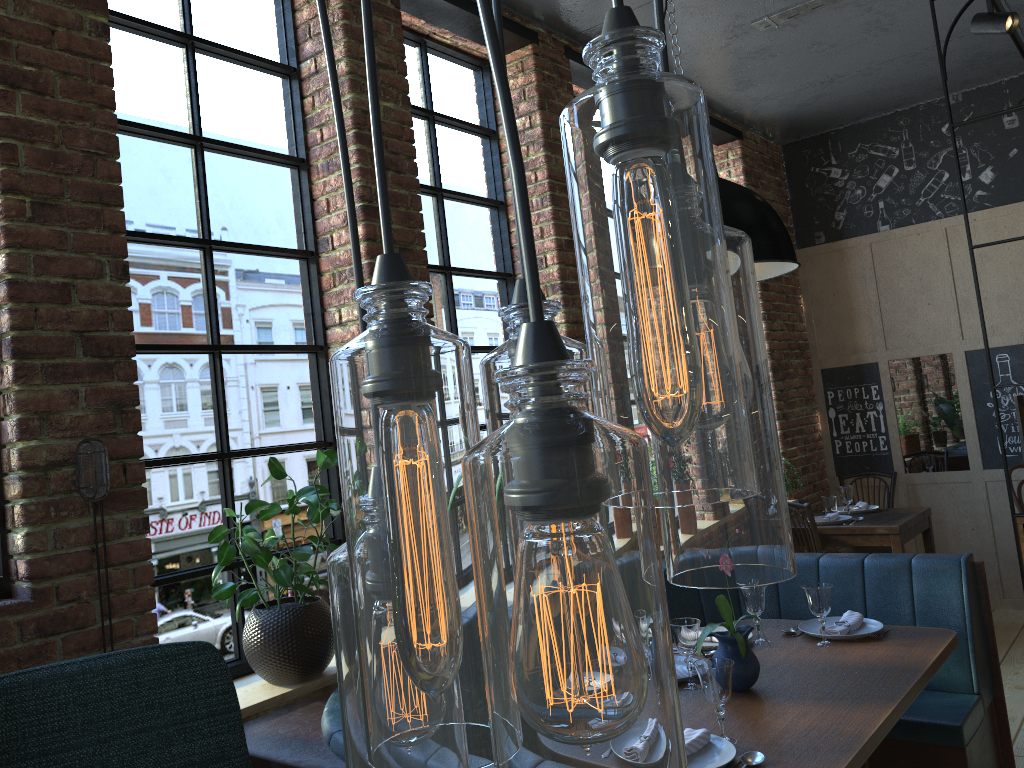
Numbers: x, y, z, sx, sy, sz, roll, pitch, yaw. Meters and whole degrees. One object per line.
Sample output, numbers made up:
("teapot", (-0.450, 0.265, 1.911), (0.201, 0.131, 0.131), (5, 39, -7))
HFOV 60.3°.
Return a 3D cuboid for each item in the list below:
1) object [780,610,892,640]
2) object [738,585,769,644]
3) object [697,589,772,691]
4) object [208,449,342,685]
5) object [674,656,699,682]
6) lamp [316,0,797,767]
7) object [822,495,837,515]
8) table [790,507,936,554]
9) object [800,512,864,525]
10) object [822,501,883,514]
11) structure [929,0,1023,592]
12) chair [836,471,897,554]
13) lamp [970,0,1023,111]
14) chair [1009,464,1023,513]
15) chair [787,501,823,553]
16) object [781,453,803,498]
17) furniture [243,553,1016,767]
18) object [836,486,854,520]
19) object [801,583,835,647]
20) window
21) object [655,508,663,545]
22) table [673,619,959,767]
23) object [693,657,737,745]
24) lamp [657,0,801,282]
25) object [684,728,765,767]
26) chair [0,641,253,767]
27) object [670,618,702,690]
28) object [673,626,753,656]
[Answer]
("object", (1.115, 0.833, 3.045), (0.339, 0.051, 0.257), (-9, -4, 41))
("object", (0.840, 0.791, 3.033), (0.095, 0.192, 0.101), (-5, -5, -23))
("object", (0.625, 0.673, 2.572), (0.209, 0.432, 0.142), (-4, -5, -33))
("object", (-0.666, 0.542, 2.671), (0.493, 0.665, 0.399), (-4, -5, -28))
("object", (0.462, 0.891, 2.762), (0.281, 0.051, 0.310), (-9, -4, 41))
("lamp", (0.005, -0.760, 0.480), (0.278, 2.126, 0.520), (-4, -5, -28))
("object", (1.954, 0.749, 5.413), (0.081, 0.120, 0.088), (-4, -5, -35))
("table", (2.049, 1.158, 5.249), (0.783, 0.729, 0.716), (-9, -5, 38))
("object", (1.854, 0.782, 5.137), (0.339, 0.051, 0.257), (-9, -4, 41))
("object", (2.110, 0.769, 5.470), (0.339, 0.051, 0.257), (-9, -4, 41))
("structure", (4.086, -0.603, 0.274), (6.230, 3.335, 5.645), (-8, -3, 22))
("chair", (2.331, 1.051, 5.736), (0.422, 0.918, 0.498), (-9, -5, 32))
("lamp", (3.434, -1.925, 0.431), (6.541, 0.274, 6.895), (-8, -3, 38))
("chair", (3.232, 0.921, 5.053), (0.426, 0.923, 0.564), (-5, -4, -20))
("chair", (1.730, 1.079, 4.931), (0.500, 0.918, 0.421), (-4, -5, -32))
("object", (1.475, 0.579, 5.343), (0.520, 0.370, 0.578), (-9, -4, 38))
("furniture", (0.519, 1.162, 2.770), (1.426, 0.824, 2.492), (-9, -4, 38))
("object", (1.975, 0.700, 5.188), (0.100, 0.192, 0.096), (-7, -4, 9))
("object", (1.024, 0.765, 2.920), (0.095, 0.192, 0.101), (-5, -5, -23))
("window", (-0.382, -0.387, 1.948), (3.460, 2.435, 8.457), (-7, -3, 2))
("object", (0.734, 0.565, 4.479), (0.443, 0.484, 0.435), (-4, -4, -30))
("table", (0.743, 1.211, 2.579), (0.859, 0.662, 1.469), (-9, -4, 38))
("object", (0.511, 0.787, 2.181), (0.095, 0.192, 0.101), (-5, -5, -23))
("lamp", (0.517, -0.971, 2.727), (0.507, 1.330, 0.550), (-4, -5, -34))
("object", (0.404, 0.866, 2.076), (0.339, 0.051, 0.257), (-9, -4, 41))
("chair", (-0.638, 1.090, 1.465), (0.778, 1.100, 1.067), (-4, -4, -28))
("object", (0.525, 0.807, 2.633), (0.095, 0.192, 0.101), (-5, -5, -23))
("object", (0.690, 0.880, 3.071), (0.281, 0.051, 0.310), (-9, -4, 41))
